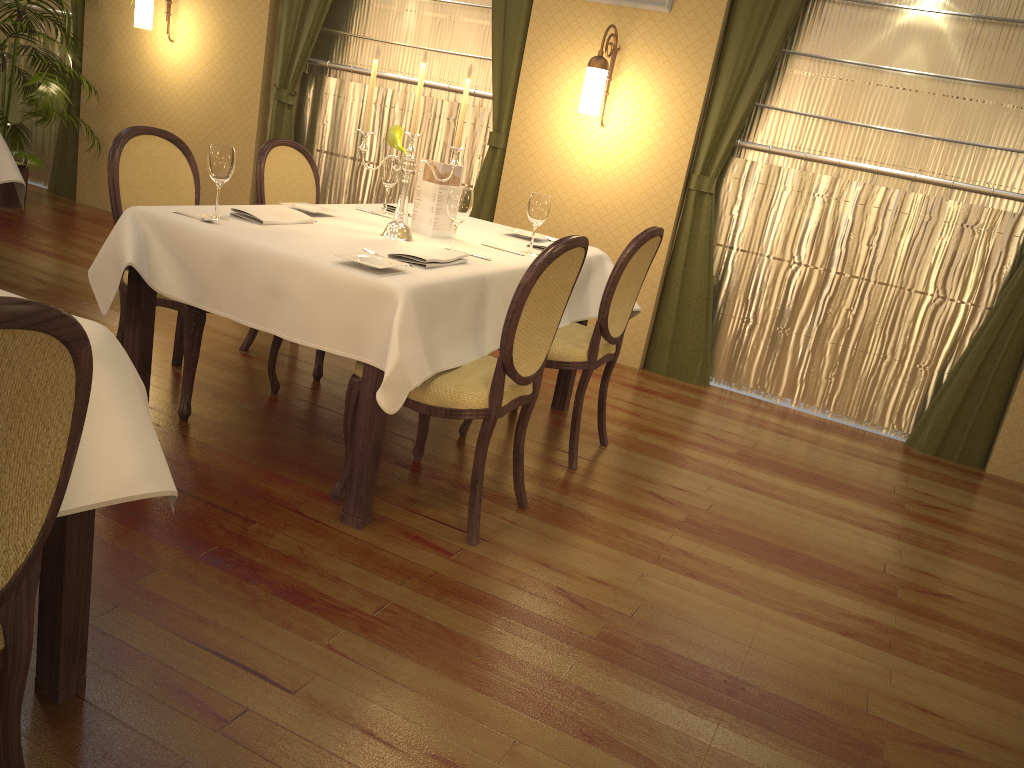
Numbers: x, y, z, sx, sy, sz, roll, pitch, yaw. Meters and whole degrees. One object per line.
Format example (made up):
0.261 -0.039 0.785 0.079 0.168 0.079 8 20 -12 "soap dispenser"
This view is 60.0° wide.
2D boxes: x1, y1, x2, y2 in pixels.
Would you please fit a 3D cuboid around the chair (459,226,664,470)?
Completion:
0.210 -0.212 3.533 0.571 0.955 0.530 18 18 21 "chair"

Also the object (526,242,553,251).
0.179 -0.566 3.663 0.142 0.024 0.273 18 18 21 "object"

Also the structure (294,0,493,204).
-0.553 -2.808 5.344 1.900 4.511 0.134 18 18 21 "structure"

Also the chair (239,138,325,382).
-0.872 -0.576 4.026 0.571 0.955 0.530 18 18 21 "chair"

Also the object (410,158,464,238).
-0.284 -0.694 3.338 0.166 0.277 0.081 9 17 -6 "object"

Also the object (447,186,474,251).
-0.187 -0.544 2.986 0.088 0.229 0.088 5 18 -19 "object"

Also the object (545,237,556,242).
0.222 -0.620 3.877 0.181 0.015 0.038 18 18 23 "object"

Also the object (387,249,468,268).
-0.265 -0.408 2.838 0.142 0.033 0.273 18 18 21 "object"

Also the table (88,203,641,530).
-0.407 -0.213 3.468 1.385 0.759 2.152 18 18 21 "table"

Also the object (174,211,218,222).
-0.993 -0.526 2.777 0.181 0.015 0.038 18 18 23 "object"

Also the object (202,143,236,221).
-0.931 -0.642 2.822 0.088 0.229 0.088 5 18 -19 "object"

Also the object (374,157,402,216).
-0.515 -0.824 3.692 0.088 0.229 0.088 5 18 -19 "object"

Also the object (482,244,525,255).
-0.036 -0.512 3.360 0.185 0.010 0.017 18 18 21 "object"

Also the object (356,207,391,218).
-0.563 -0.703 3.646 0.185 0.010 0.017 18 18 22 "object"

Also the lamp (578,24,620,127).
0.469 -1.651 4.734 0.114 0.513 0.323 14 17 11 "lamp"

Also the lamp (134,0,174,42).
-2.368 -2.564 5.885 0.114 0.513 0.323 14 17 11 "lamp"

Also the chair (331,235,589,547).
-0.144 -0.055 2.785 0.571 0.955 0.530 18 18 21 "chair"

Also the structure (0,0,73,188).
-3.661 -3.809 6.610 1.942 4.511 0.123 18 18 21 "structure"

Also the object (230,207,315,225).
-0.812 -0.573 3.024 0.142 0.033 0.273 18 18 21 "object"

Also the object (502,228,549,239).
0.056 -0.641 3.824 0.160 0.024 0.160 18 18 21 "object"

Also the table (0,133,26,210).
-3.038 -0.844 3.826 1.389 0.759 1.395 18 18 23 "table"

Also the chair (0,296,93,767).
-0.913 0.286 1.159 0.571 0.955 0.530 18 18 21 "chair"

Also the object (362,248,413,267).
-0.383 -0.386 2.713 0.181 0.015 0.038 18 18 23 "object"

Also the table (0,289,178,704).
-1.530 0.285 1.094 1.385 0.759 2.152 18 18 21 "table"

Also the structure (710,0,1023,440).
2.038 -1.974 4.294 1.898 4.511 0.137 18 18 21 "structure"

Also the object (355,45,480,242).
-0.349 -0.826 3.076 0.390 0.655 0.131 8 17 -12 "object"

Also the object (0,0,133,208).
-3.306 -2.078 5.912 1.496 1.807 1.552 12 17 3 "object"

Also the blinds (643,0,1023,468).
1.998 -1.962 4.182 1.876 4.537 0.129 18 18 21 "blinds"

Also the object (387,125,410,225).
-0.422 -0.774 3.332 0.076 0.375 0.163 -5 23 -44 "object"

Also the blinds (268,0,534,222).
-0.594 -2.795 5.233 1.878 4.537 0.129 18 18 21 "blinds"

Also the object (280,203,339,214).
-0.762 -0.651 3.324 0.160 0.024 0.160 18 18 21 "object"

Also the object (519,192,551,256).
0.089 -0.607 3.373 0.088 0.229 0.088 5 18 -19 "object"

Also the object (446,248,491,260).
-0.157 -0.458 3.106 0.185 0.010 0.017 18 18 21 "object"

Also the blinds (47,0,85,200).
-3.705 -3.800 6.505 1.934 4.537 0.225 18 18 20 "blinds"

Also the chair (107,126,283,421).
-1.196 -0.432 3.339 0.571 0.955 0.530 18 18 21 "chair"

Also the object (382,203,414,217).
-0.437 -0.764 3.899 0.142 0.033 0.273 18 18 21 "object"

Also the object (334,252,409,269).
-0.405 -0.347 2.556 0.160 0.024 0.160 18 18 21 "object"

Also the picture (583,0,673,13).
0.674 -2.390 4.650 0.512 0.769 0.027 18 18 21 "picture"
